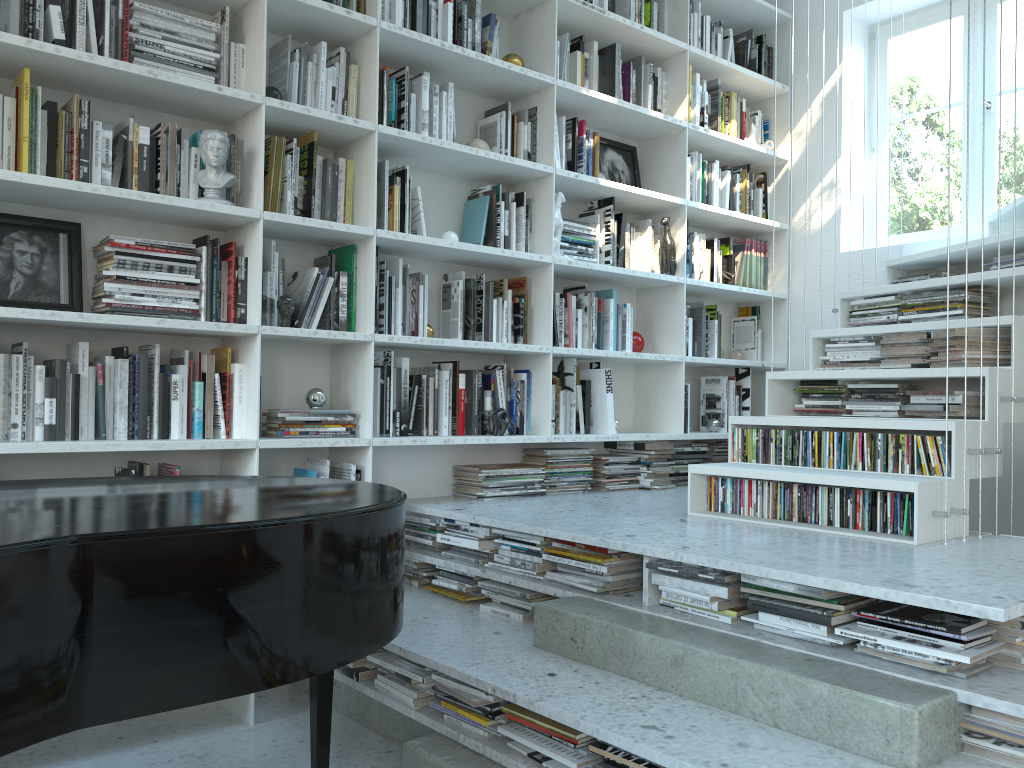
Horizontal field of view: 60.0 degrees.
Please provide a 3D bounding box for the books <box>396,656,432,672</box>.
[{"bbox_3d":[-0.254,0.806,2.629,0.130,0.018,0.255,2,-2,-36],"label":"books"}]

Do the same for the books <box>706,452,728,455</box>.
[{"bbox_3d":[1.104,0.362,4.679,0.328,0.008,0.207,2,-2,-34],"label":"books"}]

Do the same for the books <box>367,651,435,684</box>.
[{"bbox_3d":[-0.272,0.822,2.614,0.180,0.015,0.294,2,-2,-41],"label":"books"}]

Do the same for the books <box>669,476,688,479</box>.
[{"bbox_3d":[0.791,0.457,4.425,0.359,0.009,0.201,2,-2,-36],"label":"books"}]

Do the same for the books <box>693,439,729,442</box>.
[{"bbox_3d":[1.100,0.299,4.683,0.254,0.009,0.161,2,-2,-37],"label":"books"}]

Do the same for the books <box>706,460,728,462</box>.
[{"bbox_3d":[1.102,0.400,4.681,0.328,0.008,0.207,2,-2,-33],"label":"books"}]

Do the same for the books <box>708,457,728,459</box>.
[{"bbox_3d":[1.103,0.384,4.681,0.368,0.007,0.205,2,-2,-35],"label":"books"}]

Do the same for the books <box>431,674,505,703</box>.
[{"bbox_3d":[-0.071,0.796,2.376,0.171,0.015,0.253,2,-2,-42],"label":"books"}]

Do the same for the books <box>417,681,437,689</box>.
[{"bbox_3d":[-0.257,0.856,2.626,0.147,0.012,0.206,2,-2,-38],"label":"books"}]

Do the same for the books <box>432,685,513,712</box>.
[{"bbox_3d":[-0.072,0.824,2.375,0.169,0.009,0.241,2,-2,-43],"label":"books"}]

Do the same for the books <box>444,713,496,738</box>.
[{"bbox_3d":[-0.066,0.900,2.380,0.157,0.014,0.180,2,-2,-42],"label":"books"}]

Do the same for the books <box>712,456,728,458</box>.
[{"bbox_3d":[1.099,0.377,4.686,0.328,0.008,0.207,2,-2,-37],"label":"books"}]

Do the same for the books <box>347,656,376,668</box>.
[{"bbox_3d":[-0.473,0.857,2.847,0.191,0.028,0.212,2,-2,-35],"label":"books"}]

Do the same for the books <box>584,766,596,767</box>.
[{"bbox_3d":[0.143,0.879,2.151,0.132,0.009,0.269,2,-2,-38],"label":"books"}]

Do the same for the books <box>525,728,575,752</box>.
[{"bbox_3d":[0.141,0.841,2.149,0.140,0.013,0.180,2,-2,-38],"label":"books"}]

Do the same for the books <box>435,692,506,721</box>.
[{"bbox_3d":[-0.069,0.847,2.378,0.159,0.011,0.246,2,-2,-43],"label":"books"}]

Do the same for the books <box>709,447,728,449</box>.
[{"bbox_3d":[1.102,0.335,4.679,0.254,0.009,0.161,2,-2,-35],"label":"books"}]

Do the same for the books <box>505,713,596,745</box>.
[{"bbox_3d":[0.125,0.809,2.136,0.165,0.014,0.235,2,-2,-44],"label":"books"}]

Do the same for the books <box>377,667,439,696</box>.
[{"bbox_3d":[-0.257,0.866,2.627,0.149,0.007,0.300,2,-2,-39],"label":"books"}]

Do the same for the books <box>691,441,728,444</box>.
[{"bbox_3d":[1.097,0.308,4.687,0.285,0.009,0.159,2,-2,-39],"label":"books"}]

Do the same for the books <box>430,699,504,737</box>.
[{"bbox_3d":[-0.069,0.879,2.378,0.159,0.012,0.292,2,-2,-42],"label":"books"}]

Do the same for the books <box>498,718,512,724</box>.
[{"bbox_3d":[-0.054,0.857,2.390,0.123,0.008,0.294,2,-2,-36],"label":"books"}]

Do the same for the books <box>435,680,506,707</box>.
[{"bbox_3d":[-0.077,0.812,2.371,0.182,0.016,0.199,2,-2,-34],"label":"books"}]

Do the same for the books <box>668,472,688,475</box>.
[{"bbox_3d":[0.789,0.439,4.427,0.320,0.009,0.203,2,-2,-41],"label":"books"}]

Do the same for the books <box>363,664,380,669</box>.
[{"bbox_3d":[-0.458,0.877,2.860,0.147,0.012,0.206,2,-2,-44],"label":"books"}]

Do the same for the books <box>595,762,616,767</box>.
[{"bbox_3d":[0.323,0.842,1.898,0.160,0.025,0.244,2,-2,-44],"label":"books"}]

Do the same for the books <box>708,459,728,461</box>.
[{"bbox_3d":[1.104,0.392,4.678,0.328,0.008,0.207,2,-2,-34],"label":"books"}]

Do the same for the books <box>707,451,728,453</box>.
[{"bbox_3d":[1.101,0.353,4.681,0.254,0.009,0.161,2,-2,-36],"label":"books"}]

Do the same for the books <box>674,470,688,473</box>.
[{"bbox_3d":[0.787,0.430,4.430,0.359,0.009,0.201,2,-2,-40],"label":"books"}]

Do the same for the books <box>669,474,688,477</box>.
[{"bbox_3d":[0.788,0.448,4.429,0.320,0.009,0.203,2,-2,-40],"label":"books"}]

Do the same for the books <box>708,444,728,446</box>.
[{"bbox_3d":[1.099,0.317,4.685,0.254,0.009,0.161,2,-2,-40],"label":"books"}]

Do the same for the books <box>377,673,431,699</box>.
[{"bbox_3d":[-0.267,0.876,2.618,0.172,0.014,0.221,2,-2,-38],"label":"books"}]

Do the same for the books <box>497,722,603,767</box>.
[{"bbox_3d":[0.124,0.853,2.135,0.182,0.013,0.287,2,-2,-38],"label":"books"}]

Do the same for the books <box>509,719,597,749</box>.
[{"bbox_3d":[0.131,0.821,2.141,0.169,0.009,0.241,2,-2,-39],"label":"books"}]

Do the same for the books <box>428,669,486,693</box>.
[{"bbox_3d":[-0.080,0.775,2.368,0.193,0.005,0.225,2,-2,-43],"label":"books"}]

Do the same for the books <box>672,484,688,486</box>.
[{"bbox_3d":[0.787,0.493,4.429,0.320,0.009,0.203,2,-2,-40],"label":"books"}]

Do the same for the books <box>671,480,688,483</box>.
[{"bbox_3d":[0.795,0.475,4.420,0.359,0.009,0.201,2,-2,-44],"label":"books"}]

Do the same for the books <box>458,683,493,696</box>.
[{"bbox_3d":[-0.069,0.783,2.378,0.174,0.011,0.227,2,-2,-40],"label":"books"}]

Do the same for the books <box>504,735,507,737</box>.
[{"bbox_3d":[-0.059,0.889,2.386,0.140,0.008,0.283,2,-2,-41],"label":"books"}]

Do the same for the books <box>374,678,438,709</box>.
[{"bbox_3d":[-0.273,0.896,2.614,0.177,0.026,0.230,2,-2,-36],"label":"books"}]

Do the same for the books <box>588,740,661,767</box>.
[{"bbox_3d":[0.323,0.797,1.897,0.170,0.014,0.281,2,-2,-42],"label":"books"}]

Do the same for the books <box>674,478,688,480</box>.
[{"bbox_3d":[0.787,0.466,4.430,0.359,0.009,0.201,2,-2,-38],"label":"books"}]

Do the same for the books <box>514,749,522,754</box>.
[{"bbox_3d":[0.137,0.900,2.146,0.147,0.008,0.236,2,-2,-40],"label":"books"}]

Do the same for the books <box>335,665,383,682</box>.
[{"bbox_3d":[-0.468,0.898,2.852,0.189,0.030,0.237,2,-2,-39],"label":"books"}]

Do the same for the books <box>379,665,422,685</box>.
[{"bbox_3d":[-0.270,0.840,2.616,0.171,0.020,0.193,2,-2,-35],"label":"books"}]

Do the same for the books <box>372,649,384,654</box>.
[{"bbox_3d":[-0.459,0.820,2.859,0.160,0.009,0.291,2,-2,-37],"label":"books"}]

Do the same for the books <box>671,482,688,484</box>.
[{"bbox_3d":[0.794,0.484,4.421,0.320,0.009,0.203,2,-2,-34],"label":"books"}]

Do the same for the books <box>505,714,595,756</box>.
[{"bbox_3d":[0.135,0.830,2.144,0.155,0.009,0.297,2,-2,-38],"label":"books"}]

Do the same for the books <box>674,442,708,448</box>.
[{"bbox_3d":[0.790,0.305,4.436,0.354,0.017,0.198,2,-2,-39],"label":"books"}]

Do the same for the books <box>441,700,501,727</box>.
[{"bbox_3d":[-0.065,0.867,2.381,0.165,0.012,0.205,2,-2,-39],"label":"books"}]

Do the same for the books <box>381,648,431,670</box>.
[{"bbox_3d":[-0.264,0.794,2.621,0.159,0.006,0.285,2,-2,-37],"label":"books"}]

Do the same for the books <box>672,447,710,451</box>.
[{"bbox_3d":[0.793,0.322,4.431,0.354,0.017,0.198,2,-2,-37],"label":"books"}]

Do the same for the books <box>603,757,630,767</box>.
[{"bbox_3d":[0.332,0.821,1.905,0.142,0.017,0.239,2,-2,-43],"label":"books"}]

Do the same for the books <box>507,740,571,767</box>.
[{"bbox_3d":[0.125,0.892,2.136,0.161,0.008,0.254,2,-2,-34],"label":"books"}]

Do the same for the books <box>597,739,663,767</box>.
[{"bbox_3d":[0.334,0.787,1.906,0.157,0.007,0.268,2,-2,-39],"label":"books"}]

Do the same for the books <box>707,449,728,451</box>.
[{"bbox_3d":[1.101,0.344,4.681,0.285,0.009,0.159,2,-2,-36],"label":"books"}]

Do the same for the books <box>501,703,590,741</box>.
[{"bbox_3d":[0.123,0.796,2.134,0.179,0.012,0.249,2,-2,-42],"label":"books"}]

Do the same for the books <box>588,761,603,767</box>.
[{"bbox_3d":[0.138,0.867,2.146,0.130,0.014,0.249,2,-2,-44],"label":"books"}]

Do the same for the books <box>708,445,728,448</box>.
[{"bbox_3d":[1.097,0.326,4.687,0.285,0.009,0.159,2,-2,-39],"label":"books"}]
